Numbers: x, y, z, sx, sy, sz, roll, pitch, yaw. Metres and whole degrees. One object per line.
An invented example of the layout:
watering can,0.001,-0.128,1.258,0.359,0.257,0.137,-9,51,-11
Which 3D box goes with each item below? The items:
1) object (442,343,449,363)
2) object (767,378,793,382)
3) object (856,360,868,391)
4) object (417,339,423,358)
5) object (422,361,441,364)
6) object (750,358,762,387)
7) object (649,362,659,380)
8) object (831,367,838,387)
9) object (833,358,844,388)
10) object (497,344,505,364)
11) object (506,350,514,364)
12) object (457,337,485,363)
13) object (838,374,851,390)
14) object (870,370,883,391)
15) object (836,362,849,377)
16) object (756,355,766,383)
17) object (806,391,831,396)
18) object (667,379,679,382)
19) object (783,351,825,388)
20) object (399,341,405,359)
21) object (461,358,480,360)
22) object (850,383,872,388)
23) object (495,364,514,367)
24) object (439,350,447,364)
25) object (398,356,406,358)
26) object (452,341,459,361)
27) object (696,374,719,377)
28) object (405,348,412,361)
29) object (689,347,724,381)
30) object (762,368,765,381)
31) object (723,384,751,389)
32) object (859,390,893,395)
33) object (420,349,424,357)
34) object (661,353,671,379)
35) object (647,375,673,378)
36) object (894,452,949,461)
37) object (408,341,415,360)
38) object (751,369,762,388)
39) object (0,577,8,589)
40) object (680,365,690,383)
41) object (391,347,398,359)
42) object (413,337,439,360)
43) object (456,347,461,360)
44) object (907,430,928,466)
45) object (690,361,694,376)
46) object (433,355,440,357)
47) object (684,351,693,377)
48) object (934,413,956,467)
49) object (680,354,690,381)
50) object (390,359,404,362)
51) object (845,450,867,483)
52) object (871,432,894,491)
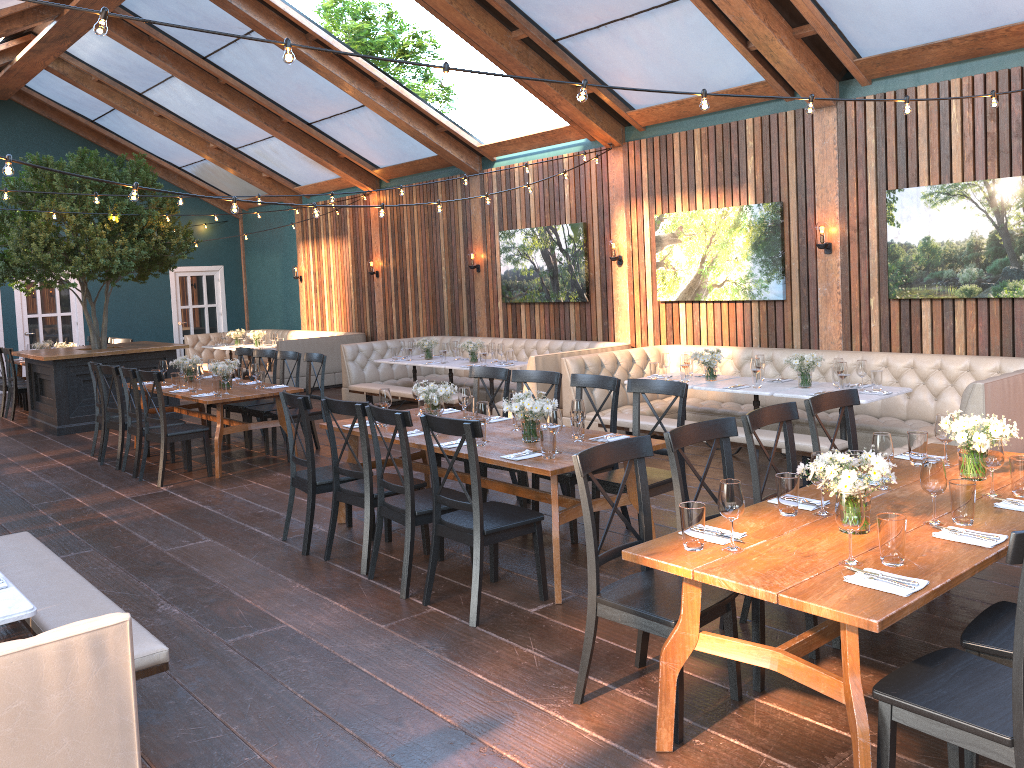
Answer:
object,-0.830,-0.390,11.075,0.092,0.243,0.092,-2,4,8
object,2.383,-0.035,7.903,0.256,0.019,0.158,-8,9,-40
object,2.810,-0.069,7.100,0.092,0.243,0.092,-3,4,2
object,-1.242,-0.477,11.933,0.092,0.243,0.092,-2,4,8
object,-0.990,-0.269,11.064,0.256,0.019,0.158,-8,9,-40
object,2.106,-0.102,7.631,0.092,0.243,0.092,-3,4,2
object,1.359,-0.125,8.445,0.092,0.157,0.092,0,5,36
object,2.726,-0.061,7.417,0.092,0.157,0.092,0,5,36
object,2.699,-0.090,7.308,0.092,0.243,0.092,-3,4,2
object,-0.126,-0.357,10.544,0.092,0.243,0.092,-2,4,8
object,-0.018,-0.316,10.521,0.092,0.157,0.092,-3,4,-4
object,-0.486,-0.412,10.861,0.337,0.308,0.330,-5,6,-24
object,2.602,0.005,6.923,0.092,0.157,0.092,0,5,36
object,2.918,-0.028,7.078,0.092,0.157,0.092,0,5,36
object,2.625,-0.052,7.027,0.092,0.243,0.092,-3,4,2
object,2.213,-0.137,7.880,0.092,0.243,0.092,-3,4,2
object,2.465,0.070,7.016,0.256,0.019,0.158,-8,9,-40
object,1.451,-0.031,8.215,0.256,0.019,0.158,-8,9,-40
object,2.451,-0.125,7.425,0.336,0.308,0.331,0,6,24
object,-1.472,-0.457,11.861,0.092,0.243,0.092,-2,4,8
object,-0.553,-0.323,11.346,0.256,0.019,0.158,-8,9,-40
object,2.869,0.013,7.331,0.256,0.019,0.158,-8,9,-40
object,-0.104,-0.226,10.385,0.158,0.019,0.255,-8,9,-39
object,-0.853,-0.333,10.971,0.092,0.157,0.092,0,5,36
object,-1.484,-0.365,12.032,0.158,0.019,0.255,-8,9,-39
object,-0.723,-0.425,11.323,0.092,0.243,0.092,-2,4,8
object,1.864,-0.086,8.513,0.256,0.019,0.158,-8,9,-40
object,-1.348,-0.383,11.565,0.092,0.157,0.092,0,5,36
object,1.818,-0.184,8.137,0.329,0.308,0.337,-4,6,-18
object,2.239,-0.109,7.988,0.092,0.157,0.092,0,5,36
object,1.946,0.019,7.621,0.256,0.019,0.158,-8,9,-40
object,2.832,0.062,6.941,0.158,0.019,0.255,-8,9,-39
object,-1.216,-0.448,12.042,0.092,0.157,0.092,0,5,36
object,1.464,-0.169,8.418,0.092,0.243,0.092,-2,4,8
object,1.452,-0.077,8.589,0.158,0.019,0.255,-8,9,-39
object,2.034,0.359,4.358,0.158,0.019,0.255,-8,9,-39
object,-1.325,-0.440,11.669,0.092,0.243,0.092,-2,4,8
object,2.083,-0.045,7.528,0.092,0.157,0.092,0,5,36
object,-1.982,0.743,3.210,0.256,0.019,0.158,-8,9,-40
object,1.588,-0.095,8.121,0.092,0.157,0.092,0,5,36
object,-1.577,-0.413,11.888,0.092,0.157,0.092,0,5,36
object,-1.109,-0.473,11.591,0.337,0.308,0.330,-5,6,-28
object,-0.697,-0.397,11.432,0.092,0.157,0.092,0,5,36
object,1.943,0.308,4.237,0.092,0.157,0.092,-4,4,-14
object,1.720,-0.160,8.598,0.092,0.157,0.092,0,5,36
object,-1.072,-0.374,11.956,0.256,0.019,0.158,-8,9,-40
object,1.694,-0.189,8.489,0.092,0.243,0.092,-2,4,8
object,2.052,0.266,4.189,0.092,0.243,0.092,-3,4,2
object,1.611,-0.152,8.225,0.092,0.243,0.092,-2,4,8
object,-1.485,-0.319,11.658,0.256,0.019,0.158,-8,9,-40
object,1.499,0.376,3.853,0.092,0.157,0.092,-4,4,-14
object,1.597,0.333,3.814,0.092,0.243,0.092,-3,4,2
